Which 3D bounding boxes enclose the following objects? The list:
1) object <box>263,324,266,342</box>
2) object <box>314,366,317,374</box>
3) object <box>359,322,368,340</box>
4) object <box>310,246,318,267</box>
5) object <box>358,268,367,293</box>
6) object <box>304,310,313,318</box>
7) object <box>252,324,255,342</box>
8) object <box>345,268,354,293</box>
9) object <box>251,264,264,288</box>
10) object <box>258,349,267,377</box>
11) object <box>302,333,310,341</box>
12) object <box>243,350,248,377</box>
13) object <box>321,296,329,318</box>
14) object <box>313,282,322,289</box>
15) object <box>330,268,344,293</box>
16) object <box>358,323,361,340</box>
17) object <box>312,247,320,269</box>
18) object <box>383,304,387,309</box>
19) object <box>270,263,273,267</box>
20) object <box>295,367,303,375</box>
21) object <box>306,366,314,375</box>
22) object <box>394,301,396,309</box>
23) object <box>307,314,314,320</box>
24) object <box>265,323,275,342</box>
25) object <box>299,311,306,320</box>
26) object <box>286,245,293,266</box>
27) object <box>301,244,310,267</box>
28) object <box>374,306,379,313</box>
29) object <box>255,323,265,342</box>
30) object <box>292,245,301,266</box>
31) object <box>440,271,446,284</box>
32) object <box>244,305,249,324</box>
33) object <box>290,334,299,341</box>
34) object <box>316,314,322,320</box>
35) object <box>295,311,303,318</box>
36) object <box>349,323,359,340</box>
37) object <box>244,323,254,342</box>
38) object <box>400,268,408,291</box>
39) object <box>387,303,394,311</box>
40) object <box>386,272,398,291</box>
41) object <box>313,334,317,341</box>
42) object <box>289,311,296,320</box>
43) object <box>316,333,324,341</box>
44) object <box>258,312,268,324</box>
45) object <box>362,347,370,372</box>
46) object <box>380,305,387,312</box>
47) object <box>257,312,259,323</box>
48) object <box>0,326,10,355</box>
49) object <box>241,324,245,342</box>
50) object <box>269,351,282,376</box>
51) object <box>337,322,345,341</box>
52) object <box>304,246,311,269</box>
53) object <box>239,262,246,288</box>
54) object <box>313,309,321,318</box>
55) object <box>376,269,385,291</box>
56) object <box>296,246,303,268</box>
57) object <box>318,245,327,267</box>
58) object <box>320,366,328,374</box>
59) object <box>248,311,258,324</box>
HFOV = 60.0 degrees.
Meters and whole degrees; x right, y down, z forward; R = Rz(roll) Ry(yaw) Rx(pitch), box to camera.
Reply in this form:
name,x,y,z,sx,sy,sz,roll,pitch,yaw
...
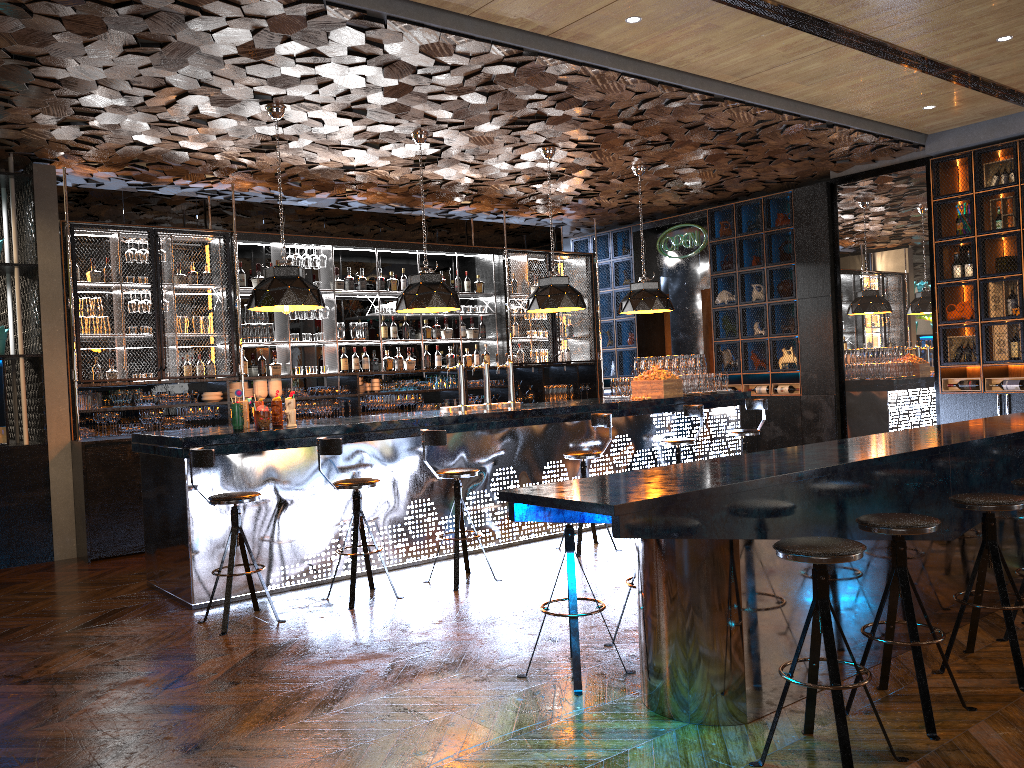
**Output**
name,x,y,z,sx,sy,sz,roll,pitch,yaw
object,-2.695,-0.549,9.670,0.105,0.209,0.105,-3,1,7
object,-2.228,-0.150,9.940,0.089,0.092,0.089,-3,1,-27
object,-1.714,-0.604,10.250,0.105,0.209,0.105,-3,1,7
object,-2.201,-1.426,9.850,0.092,0.244,0.092,-3,1,13
object,-1.743,-1.203,10.318,0.083,0.282,0.083,-3,1,-23
object,-2.251,-0.850,9.795,0.092,0.244,0.092,-3,1,13
object,-2.787,-0.544,9.611,0.105,0.209,0.105,-3,1,7
object,-1.873,-1.195,10.216,0.083,0.282,0.083,-2,1,37
object,-2.721,-1.150,9.534,0.123,0.279,0.123,-2,1,41
object,-2.686,-0.227,9.522,0.086,0.297,0.086,-3,1,-4
object,-2.281,-0.513,9.827,0.089,0.092,0.089,-2,1,30
object,-2.855,-0.217,9.428,0.086,0.299,0.086,-3,1,11
object,-2.091,-0.859,9.920,0.092,0.244,0.092,-3,1,13
object,-2.167,-1.088,9.889,0.089,0.092,0.089,-3,1,20
object,-1.998,-1.186,10.120,0.123,0.279,0.123,-2,1,41
object,-1.771,-0.602,10.342,0.105,0.209,0.105,-3,1,7
object,-2.221,-1.428,10.043,0.092,0.244,0.092,-3,1,13
object,-1.506,-0.905,10.608,0.089,0.092,0.089,-3,1,-12
object,-2.610,-1.168,9.642,0.086,0.299,0.086,-3,1,11
object,-2.339,-0.142,9.745,0.089,0.092,0.089,-2,1,24
object,-2.237,-0.148,9.808,0.089,0.092,0.089,-3,1,15
object,-1.368,-0.939,10.565,0.089,0.092,0.089,-3,1,-42
object,-2.274,-0.851,9.986,0.092,0.244,0.092,-3,1,13
object,-2.616,-0.552,9.591,0.105,0.209,0.105,-3,1,7
object,-2.352,-0.846,9.925,0.092,0.244,0.092,-3,1,13
object,-2.466,-1.414,9.850,0.092,0.244,0.092,-3,1,13
object,-2.278,-1.422,9.788,0.092,0.244,0.092,-3,1,13
object,-1.598,-0.879,10.550,0.089,0.092,0.089,-2,1,24
object,-2.714,-0.547,9.529,0.105,0.209,0.105,-3,1,7
object,-2.365,-1.417,9.721,0.092,0.244,0.092,-3,1,13
object,-0.873,-1.260,11.001,0.083,0.282,0.083,-3,1,-38
object,-2.845,-0.750,9.572,0.105,0.209,0.105,-3,1,7
object,-2.399,-0.507,9.791,0.089,0.092,0.089,-2,1,30
object,-2.193,-0.856,10.050,0.092,0.244,0.092,-3,1,13
object,-2.337,-0.845,9.727,0.092,0.244,0.092,-3,1,13
object,-1.814,-0.598,10.202,0.105,0.209,0.105,-3,1,7
object,-2.807,-0.541,9.455,0.105,0.209,0.105,-3,1,7
object,-1.303,-1.242,10.681,0.086,0.298,0.086,-3,1,11
object,-1.434,-0.907,10.464,0.089,0.092,0.089,-3,1,4
object,-1.428,-1.209,10.564,0.151,0.248,0.094,-3,1,-34
object,-2.206,-0.519,10.039,0.089,0.092,0.089,-2,1,36
object,-2.439,-0.841,9.857,0.092,0.244,0.092,-3,1,13
object,-2.131,-0.521,9.868,0.089,0.092,0.089,-2,1,36
object,-2.685,-0.757,9.567,0.105,0.209,0.105,-3,1,7
object,-1.708,-0.284,10.331,0.086,0.298,0.086,-3,1,11
object,-1.515,-0.882,10.407,0.089,0.092,0.089,-3,1,-12
object,-2.745,-0.755,9.636,0.105,0.209,0.105,-3,1,7
object,-4.641,-0.404,7.924,0.265,0.325,0.245,-3,1,-44
object,-2.888,-0.538,9.541,0.105,0.209,0.105,-3,1,7
object,-2.569,-0.223,9.628,0.123,0.279,0.123,-3,1,-24
object,-1.947,-0.590,10.063,0.105,0.209,0.105,-3,1,7
object,-2.302,-1.423,9.979,0.092,0.244,0.092,-3,1,13
object,-2.889,-1.152,9.459,0.086,0.298,0.086,-3,1,11
object,-2.173,-0.854,9.856,0.092,0.244,0.092,-3,1,13
object,-1.555,-1.220,10.465,0.083,0.282,0.083,-2,1,37
object,-2.380,-1.419,9.918,0.092,0.244,0.092,-3,1,13
object,-2.119,-1.431,9.913,0.092,0.244,0.092,-3,1,13
object,-2.106,-0.156,9.955,0.089,0.092,0.089,-3,1,-27
object,-2.771,-0.752,9.488,0.105,0.209,0.105,-3,1,7
